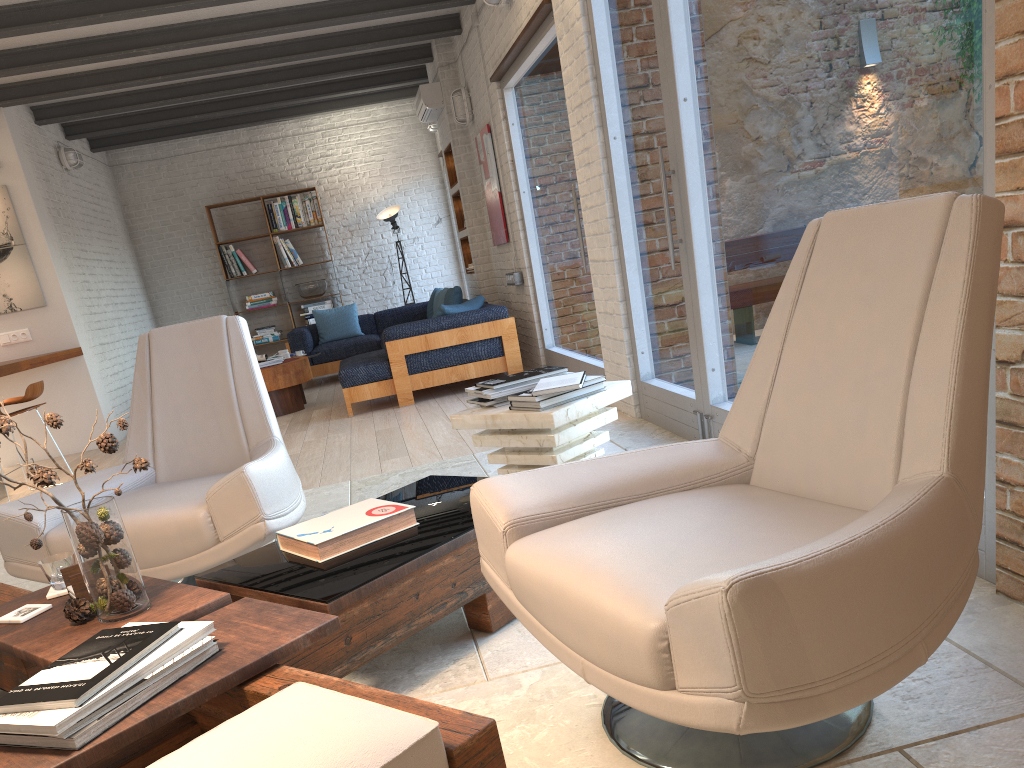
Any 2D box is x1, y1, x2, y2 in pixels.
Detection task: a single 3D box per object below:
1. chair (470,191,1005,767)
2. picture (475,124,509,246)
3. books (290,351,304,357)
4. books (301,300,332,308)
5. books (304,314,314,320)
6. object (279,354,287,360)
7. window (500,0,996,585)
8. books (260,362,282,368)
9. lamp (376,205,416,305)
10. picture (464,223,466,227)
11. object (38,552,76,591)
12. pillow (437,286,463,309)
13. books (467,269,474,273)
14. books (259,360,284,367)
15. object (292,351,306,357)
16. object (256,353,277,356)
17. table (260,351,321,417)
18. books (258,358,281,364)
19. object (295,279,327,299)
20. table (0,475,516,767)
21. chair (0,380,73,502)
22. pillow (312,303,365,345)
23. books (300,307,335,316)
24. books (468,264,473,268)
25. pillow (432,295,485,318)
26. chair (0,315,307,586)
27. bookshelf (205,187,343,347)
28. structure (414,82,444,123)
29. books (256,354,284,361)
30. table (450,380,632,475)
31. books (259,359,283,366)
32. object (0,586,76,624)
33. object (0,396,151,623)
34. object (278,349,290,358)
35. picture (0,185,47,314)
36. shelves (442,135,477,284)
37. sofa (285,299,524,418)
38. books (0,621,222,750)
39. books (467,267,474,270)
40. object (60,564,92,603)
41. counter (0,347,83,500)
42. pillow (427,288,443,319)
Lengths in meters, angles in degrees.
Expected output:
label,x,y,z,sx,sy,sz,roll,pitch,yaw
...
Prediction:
label,x,y,z,sx,sy,sz,roll,pitch,yaw
chair,0.517,0.198,1.836,0.965,1.042,1.001,-16,14,-23
picture,-0.183,-1.742,7.782,0.019,1.001,0.714,-13,15,-9
books,-2.352,-0.307,9.259,0.162,0.024,0.222,-3,11,40
books,-2.474,-1.013,11.043,0.378,0.038,0.235,-12,9,-7
books,-2.466,-0.876,11.057,0.324,0.058,0.247,-13,9,-12
object,-2.242,-0.252,8.403,0.144,0.058,0.170,-14,10,-18
window,0.324,-3.065,4.724,0.644,6.669,11.892,-13,11,-9
books,-2.303,-0.177,8.113,0.247,0.011,0.313,-15,10,-28
lamp,-1.167,-1.291,10.822,0.490,1.926,0.855,-22,20,-34
picture,-0.450,-1.773,9.143,0.101,0.255,0.187,-15,15,-17
object,-1.212,0.507,2.346,0.091,0.088,0.087,1,17,40
pillow,-0.627,-0.758,8.696,0.253,0.434,1.169,-13,10,-9
books,-0.391,-1.208,9.249,0.162,0.018,0.241,-10,9,2
books,-2.310,-0.189,8.124,0.245,0.011,0.315,-17,11,-38
object,-2.169,-0.302,8.891,0.153,0.059,0.262,-13,9,-15
object,-2.598,-0.286,9.185,0.187,0.095,0.185,-7,11,17
table,-2.446,0.013,8.683,1.075,0.466,1.758,-11,9,-2
books,-2.316,-0.206,8.092,0.246,0.011,0.314,-16,10,-33
object,-2.523,-1.187,10.998,0.404,0.210,0.383,-4,13,33
table,-0.671,0.657,2.269,2.199,0.448,1.896,-2,12,43
chair,-3.436,0.399,6.229,0.421,0.809,0.387,-12,16,-7
pillow,-2.062,-0.718,10.328,0.552,0.427,0.214,-12,16,-7
books,-2.459,-0.918,11.059,0.442,0.021,0.262,-12,9,-7
books,-0.391,-1.261,9.229,0.132,0.035,0.197,-10,9,2
pillow,-0.489,-0.539,7.433,0.376,0.342,0.543,1,16,42
chair,-1.269,0.307,3.335,1.031,1.061,0.926,-8,14,9
bookshelf,-2.841,-1.179,10.911,1.312,2.298,0.349,-12,17,-6
structure,-0.835,-2.806,8.735,0.199,0.228,0.786,-12,9,-9
books,-2.344,-0.225,8.161,0.324,0.114,0.260,-6,11,25
table,0.150,0.299,3.363,0.493,0.526,0.475,1,18,41
books,-2.315,-0.196,8.103,0.245,0.011,0.315,-17,11,-38
object,-1.208,0.555,2.277,0.263,0.036,0.246,-17,11,-35
object,-1.094,0.282,1.933,0.525,0.633,0.312,-20,18,-35
object,-2.270,-0.282,8.692,0.108,0.113,0.103,-9,13,8
picture,-4.517,-1.123,7.507,0.652,1.060,0.019,-12,17,-6
shelves,-0.455,-1.787,9.087,0.191,1.489,0.737,-13,16,-9
sofa,-1.296,-0.354,8.903,2.069,0.689,3.810,-12,9,-8
books,-0.762,0.548,1.629,0.251,0.078,0.382,-6,10,24
books,-0.387,-1.234,9.230,0.170,0.019,0.228,-12,9,-6
object,-1.097,0.512,2.258,0.091,0.086,0.113,-20,15,-35
counter,-4.405,0.425,6.732,1.678,0.959,2.407,-12,10,-8
pillow,-0.843,-0.886,9.979,0.242,0.415,1.068,-13,10,-10
